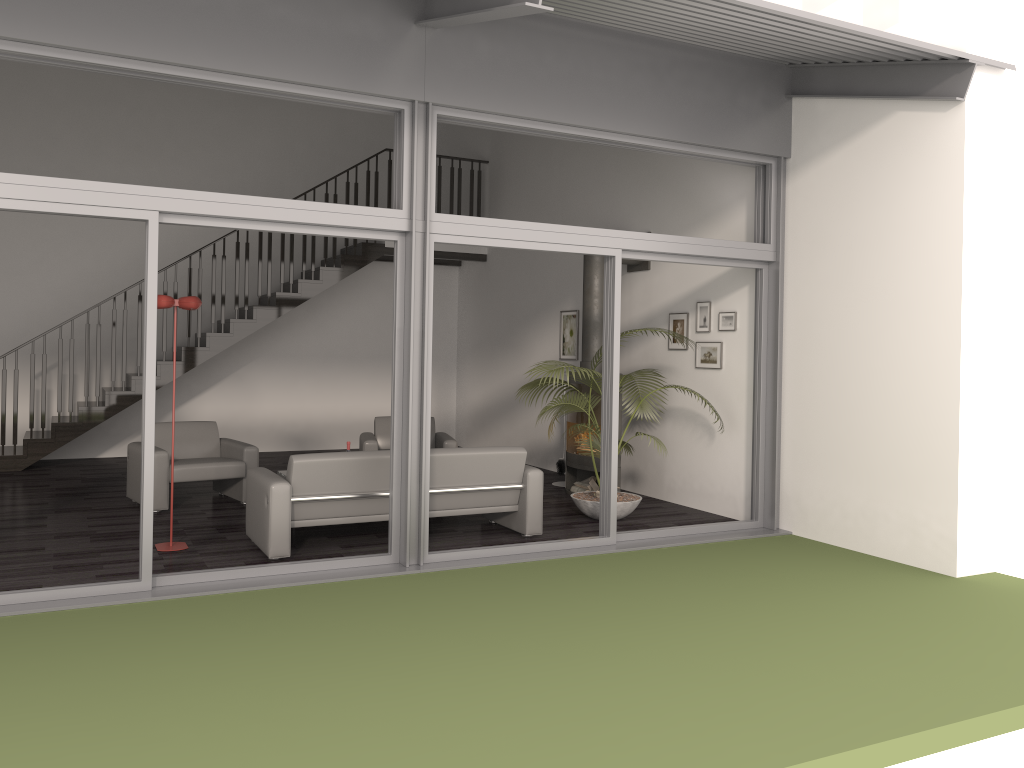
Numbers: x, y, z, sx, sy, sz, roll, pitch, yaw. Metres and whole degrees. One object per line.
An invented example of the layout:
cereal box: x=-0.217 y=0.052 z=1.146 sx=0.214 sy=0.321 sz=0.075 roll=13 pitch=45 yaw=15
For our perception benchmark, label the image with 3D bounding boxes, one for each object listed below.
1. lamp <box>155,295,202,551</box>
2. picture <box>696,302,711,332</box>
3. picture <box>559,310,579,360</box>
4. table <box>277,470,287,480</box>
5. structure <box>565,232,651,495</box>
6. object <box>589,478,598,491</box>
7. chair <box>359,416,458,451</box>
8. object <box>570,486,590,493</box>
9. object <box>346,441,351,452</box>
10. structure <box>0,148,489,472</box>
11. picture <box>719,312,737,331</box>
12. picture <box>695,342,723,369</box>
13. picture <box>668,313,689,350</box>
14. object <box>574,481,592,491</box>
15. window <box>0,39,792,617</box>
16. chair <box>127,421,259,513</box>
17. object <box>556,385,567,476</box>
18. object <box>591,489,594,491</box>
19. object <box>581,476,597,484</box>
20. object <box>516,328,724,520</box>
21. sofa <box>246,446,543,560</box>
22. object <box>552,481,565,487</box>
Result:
lamp: x=-2.411 y=0.266 z=6.311 sx=0.353 sy=1.788 sz=0.365 roll=1 pitch=0 yaw=-27
picture: x=1.774 y=-0.620 z=8.204 sx=0.015 sy=0.280 sz=0.191 roll=1 pitch=1 yaw=-27
picture: x=0.668 y=-0.570 z=10.365 sx=0.026 sy=0.577 sz=0.394 roll=1 pitch=1 yaw=-27
table: x=-1.734 y=0.949 z=7.582 sx=0.400 sy=0.342 sz=0.681 roll=0 pitch=2 yaw=-27
structure: x=1.143 y=-0.212 z=9.074 sx=1.116 sy=2.674 sz=0.818 roll=1 pitch=0 yaw=-27
object: x=0.848 y=1.033 z=8.717 sx=0.072 sy=0.186 sz=0.254 roll=1 pitch=1 yaw=-26
chair: x=-1.085 y=0.719 z=9.186 sx=0.963 sy=0.717 sz=0.910 roll=1 pitch=1 yaw=-12
object: x=0.691 y=1.076 z=8.862 sx=0.092 sy=0.082 sz=0.267 roll=0 pitch=2 yaw=-26
object: x=-1.438 y=0.691 z=7.781 sx=0.093 sy=0.370 sz=0.093 roll=1 pitch=0 yaw=-28
structure: x=-3.058 y=-1.102 z=11.623 sx=6.341 sy=4.094 sz=1.000 roll=0 pitch=0 yaw=-27
picture: x=1.923 y=-0.558 z=7.909 sx=0.015 sy=0.166 sz=0.221 roll=1 pitch=1 yaw=-27
picture: x=1.805 y=-0.264 z=8.129 sx=0.015 sy=0.244 sz=0.360 roll=1 pitch=1 yaw=-27
picture: x=1.603 y=-0.506 z=8.534 sx=0.015 sy=0.352 sz=0.288 roll=1 pitch=1 yaw=-27
object: x=0.717 y=1.028 z=8.905 sx=0.072 sy=0.068 sz=0.258 roll=0 pitch=2 yaw=-28
window: x=-2.100 y=-0.520 z=5.157 sx=9.743 sy=3.471 sz=0.385 roll=0 pitch=1 yaw=-27
chair: x=-2.904 y=0.728 z=8.085 sx=0.963 sy=0.717 sz=0.910 roll=0 pitch=2 yaw=-37
object: x=0.542 y=0.479 z=9.555 sx=0.078 sy=1.020 sz=0.167 roll=1 pitch=0 yaw=25
object: x=0.776 y=1.076 z=8.892 sx=0.085 sy=0.086 sz=0.266 roll=1 pitch=2 yaw=-26
object: x=0.756 y=1.017 z=9.024 sx=0.104 sy=0.192 sz=0.306 roll=1 pitch=2 yaw=-26
object: x=0.707 y=0.334 z=7.797 sx=2.118 sy=1.666 sz=1.719 roll=0 pitch=1 yaw=-32
sofa: x=-0.886 y=0.817 z=6.774 sx=2.114 sy=0.717 sz=0.902 roll=0 pitch=2 yaw=-27
object: x=0.645 y=0.531 z=9.629 sx=0.400 sy=1.126 sz=0.400 roll=1 pitch=0 yaw=22
